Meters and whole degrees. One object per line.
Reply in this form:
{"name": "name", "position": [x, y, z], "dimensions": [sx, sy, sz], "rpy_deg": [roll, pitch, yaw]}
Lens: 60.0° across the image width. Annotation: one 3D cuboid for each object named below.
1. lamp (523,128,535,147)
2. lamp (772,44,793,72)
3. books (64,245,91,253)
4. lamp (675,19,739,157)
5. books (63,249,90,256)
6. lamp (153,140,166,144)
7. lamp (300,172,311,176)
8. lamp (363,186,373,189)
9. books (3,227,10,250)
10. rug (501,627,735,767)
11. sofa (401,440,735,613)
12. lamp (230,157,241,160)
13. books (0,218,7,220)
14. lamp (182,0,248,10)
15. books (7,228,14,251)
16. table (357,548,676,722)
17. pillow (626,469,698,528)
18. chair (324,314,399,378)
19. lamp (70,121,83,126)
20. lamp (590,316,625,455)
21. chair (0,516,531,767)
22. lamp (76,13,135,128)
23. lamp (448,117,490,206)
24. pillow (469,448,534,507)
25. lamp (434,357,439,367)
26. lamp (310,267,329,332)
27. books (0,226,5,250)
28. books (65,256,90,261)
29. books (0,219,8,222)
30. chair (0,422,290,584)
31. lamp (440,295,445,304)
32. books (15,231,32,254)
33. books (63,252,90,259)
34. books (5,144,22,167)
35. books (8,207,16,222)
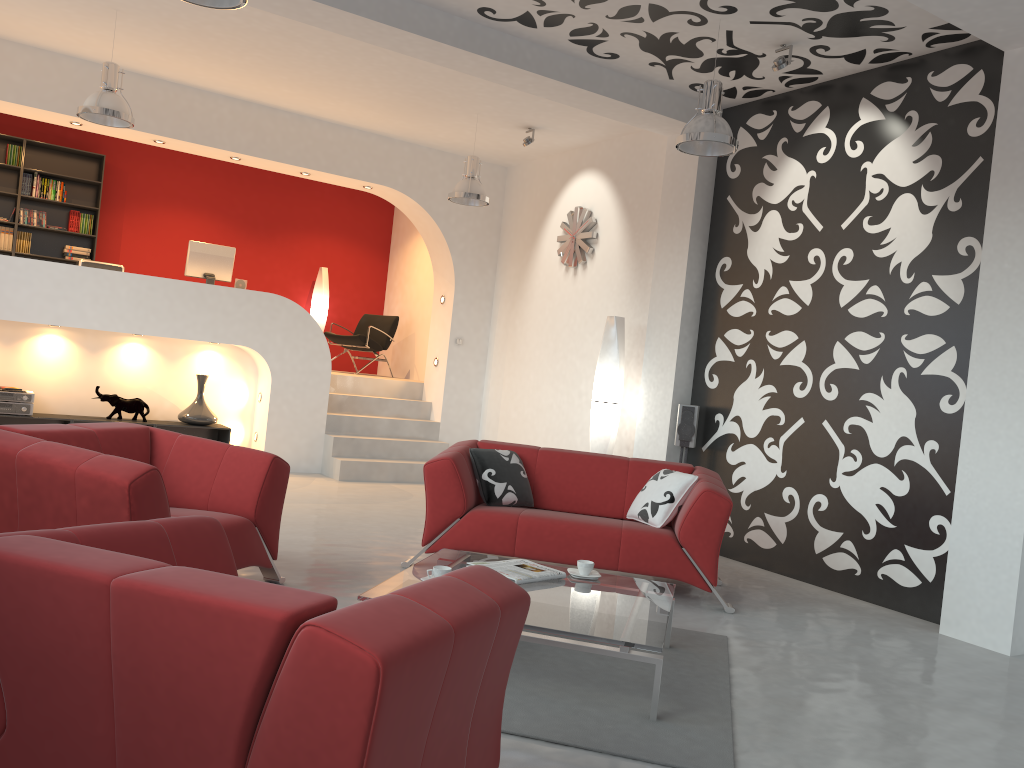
{"name": "lamp", "position": [0.158, -2.295, 8.266], "dimensions": [0.112, 0.176, 0.118], "rpy_deg": [6, 1, 10]}
{"name": "lamp", "position": [1.742, -2.100, 5.726], "dimensions": [0.112, 0.176, 0.118], "rpy_deg": [6, 1, 10]}
{"name": "books", "position": [-5.022, -1.555, 10.250], "dimensions": [0.260, 0.040, 0.200], "rpy_deg": [6, 1, -32]}
{"name": "lamp", "position": [1.235, -1.843, 5.443], "dimensions": [0.379, 0.800, 0.379], "rpy_deg": [6, 1, -39]}
{"name": "books", "position": [-5.039, -1.517, 10.253], "dimensions": [0.260, 0.040, 0.200], "rpy_deg": [6, 1, -33]}
{"name": "lamp", "position": [-3.268, -2.243, 8.221], "dimensions": [0.105, 0.011, 0.105], "rpy_deg": [6, 1, -43]}
{"name": "lamp", "position": [-2.089, -2.123, 8.966], "dimensions": [0.105, 0.011, 0.105], "rpy_deg": [6, 1, -43]}
{"name": "lamp", "position": [-1.515, -2.065, 9.328], "dimensions": [0.105, 0.011, 0.105], "rpy_deg": [6, 1, -43]}
{"name": "books", "position": [-5.642, -1.608, 9.889], "dimensions": [0.040, 0.260, 0.200], "rpy_deg": [6, 1, -32]}
{"name": "rug", "position": [0.067, 1.165, 3.808], "dimensions": [1.700, 0.025, 1.700], "rpy_deg": [6, 1, 13]}
{"name": "sofa", "position": [0.391, 0.818, 5.508], "dimensions": [1.929, 0.738, 0.951], "rpy_deg": [6, 1, 8]}
{"name": "lamp", "position": [-2.679, -2.183, 8.594], "dimensions": [0.105, 0.011, 0.105], "rpy_deg": [6, 1, -43]}
{"name": "books", "position": [-5.723, -1.841, 9.845], "dimensions": [0.190, 0.015, 0.135], "rpy_deg": [6, 1, -32]}
{"name": "lamp", "position": [-1.300, -2.100, 3.842], "dimensions": [0.379, 0.800, 0.379], "rpy_deg": [6, 1, -3]}
{"name": "books", "position": [-5.608, -1.605, 9.910], "dimensions": [0.040, 0.260, 0.200], "rpy_deg": [6, 1, -32]}
{"name": "table", "position": [0.080, 1.021, 3.795], "dimensions": [1.162, 0.286, 1.097], "rpy_deg": [6, 1, 13]}
{"name": "pillow", "position": [0.918, 0.697, 5.437], "dimensions": [0.288, 0.343, 0.402], "rpy_deg": [6, 1, -25]}
{"name": "chair", "position": [-1.933, -0.523, 11.272], "dimensions": [0.664, 0.795, 0.768], "rpy_deg": [6, 1, 33]}
{"name": "lamp", "position": [-3.858, -2.303, 7.849], "dimensions": [0.105, 0.011, 0.105], "rpy_deg": [6, 1, -43]}
{"name": "lamp", "position": [0.783, 0.317, 7.493], "dimensions": [0.313, 1.779, 0.313], "rpy_deg": [6, 1, -24]}
{"name": "chair", "position": [-0.652, 0.738, 2.122], "dimensions": [1.288, 0.738, 0.951], "rpy_deg": [6, 1, 18]}
{"name": "lamp", "position": [-2.884, -2.295, 6.383], "dimensions": [0.379, 0.800, 0.379], "rpy_deg": [6, 1, 29]}
{"name": "lamp", "position": [-0.349, -2.038, 7.983], "dimensions": [0.379, 0.800, 0.379], "rpy_deg": [6, 1, 29]}
{"name": "pillow", "position": [-0.064, 0.590, 5.579], "dimensions": [0.402, 0.343, 0.288], "rpy_deg": [6, 1, -40]}
{"name": "lamp", "position": [-0.848, -0.244, 9.884], "dimensions": [0.011, 0.105, 0.105], "rpy_deg": [6, 1, -32]}
{"name": "lamp", "position": [-2.569, -0.874, 11.772], "dimensions": [0.237, 1.349, 0.237], "rpy_deg": [6, 1, -24]}
{"name": "books", "position": [-5.677, -1.612, 9.867], "dimensions": [0.040, 0.260, 0.200], "rpy_deg": [6, 1, -32]}
{"name": "books", "position": [-5.031, -1.435, 10.269], "dimensions": [0.260, 0.040, 0.200], "rpy_deg": [6, 1, -31]}
{"name": "books", "position": [-5.708, -1.825, 9.855], "dimensions": [0.190, 0.015, 0.135], "rpy_deg": [6, 1, -32]}
{"name": "chair", "position": [-1.739, 0.602, 4.101], "dimensions": [0.951, 0.738, 1.288], "rpy_deg": [6, 1, 18]}
{"name": "lamp", "position": [-0.773, -0.939, 9.877], "dimensions": [0.011, 0.105, 0.105], "rpy_deg": [6, 1, -32]}
{"name": "books", "position": [-5.509, -1.585, 9.987], "dimensions": [0.146, 0.240, 0.170], "rpy_deg": [6, 1, -32]}
{"name": "books", "position": [-5.040, -1.476, 10.256], "dimensions": [0.260, 0.040, 0.200], "rpy_deg": [6, 1, -32]}
{"name": "books", "position": [-5.559, -2.528, 9.884], "dimensions": [0.146, 0.240, 0.170], "rpy_deg": [6, 1, -32]}
{"name": "books", "position": [-5.596, -1.884, 9.920], "dimensions": [0.063, 0.187, 0.135], "rpy_deg": [6, 1, -32]}
